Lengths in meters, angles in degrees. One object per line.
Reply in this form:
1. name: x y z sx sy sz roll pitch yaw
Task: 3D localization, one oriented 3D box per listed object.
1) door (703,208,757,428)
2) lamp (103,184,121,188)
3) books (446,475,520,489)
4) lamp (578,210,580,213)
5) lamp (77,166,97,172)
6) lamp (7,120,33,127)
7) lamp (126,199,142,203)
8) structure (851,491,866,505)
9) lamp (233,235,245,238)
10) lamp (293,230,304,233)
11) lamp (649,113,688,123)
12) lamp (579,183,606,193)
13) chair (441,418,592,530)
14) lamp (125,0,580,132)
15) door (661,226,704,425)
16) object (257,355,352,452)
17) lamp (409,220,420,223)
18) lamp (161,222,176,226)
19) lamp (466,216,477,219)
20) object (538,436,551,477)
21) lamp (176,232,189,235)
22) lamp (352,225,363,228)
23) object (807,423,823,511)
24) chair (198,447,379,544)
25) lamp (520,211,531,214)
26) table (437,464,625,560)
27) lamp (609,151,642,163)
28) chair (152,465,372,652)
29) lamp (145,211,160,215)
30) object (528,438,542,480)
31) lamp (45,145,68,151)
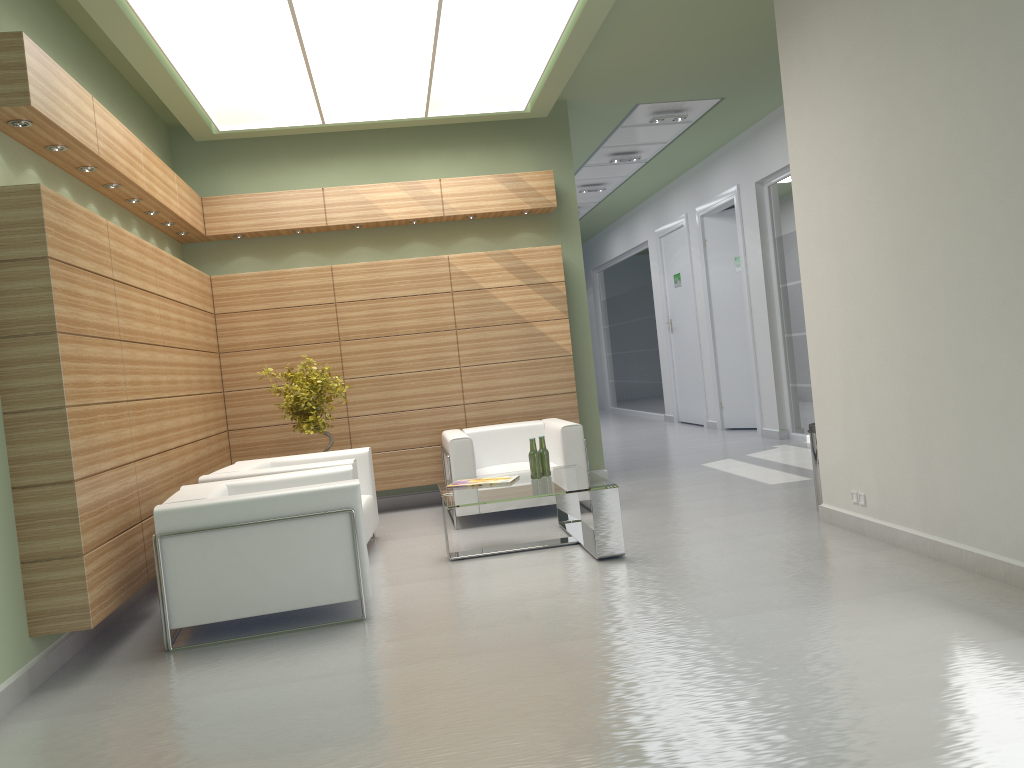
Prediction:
1. door: 5.471 -1.521 20.315 0.134 5.083 2.089 -7 2 -37
2. lamp: -4.365 -2.186 9.679 0.181 0.074 0.181 -7 2 -36
3. books: -0.334 1.147 10.397 0.762 0.025 0.508 -6 1 12
4. lamp: 1.612 -4.968 25.489 0.657 0.159 0.286 -6 1 -8
5. lamp: -4.258 -2.180 8.884 0.181 0.074 0.181 -7 1 -24
6. lamp: -4.046 -2.166 7.289 0.181 0.074 0.181 -7 2 -36
7. lamp: -4.472 -2.193 10.486 0.181 0.074 0.181 -7 1 -24
8. structure: 3.558 1.170 9.114 0.017 0.118 0.262 -6 1 -8
9. lamp: -4.202 -2.294 13.643 0.181 0.074 0.181 -6 1 -13
10. lamp: -3.316 -2.390 13.760 0.181 0.074 0.181 -6 1 -13
11. lamp: 2.852 -4.888 16.198 0.657 0.159 0.286 -6 1 -8
12. lamp: 2.026 -4.941 22.383 0.657 0.159 0.286 -6 1 -8
13. chair: 0.007 1.225 12.679 1.894 1.234 1.802 -6 1 -8
14. lamp: -1.733 -4.086 10.801 4.571 0.325 5.060 -6 1 -8
15. door: 4.470 -1.486 23.416 0.250 5.083 2.089 -6 1 -8
16. object: -2.862 0.855 12.488 1.201 2.565 1.116 -7 2 -39
17. lamp: -1.541 -2.584 13.995 0.181 0.074 0.181 -6 1 -13
18. lamp: -4.686 -2.207 12.091 0.181 0.074 0.181 -7 2 -36
19. lamp: -0.651 -2.681 14.113 0.181 0.074 0.181 -5 2 43
20. object: 0.370 0.846 10.387 0.131 0.475 0.131 -7 2 -43
21. lamp: -4.793 -2.214 12.892 0.181 0.074 0.181 -7 1 -24
22. lamp: -2.419 -2.488 13.879 0.181 0.074 0.181 -5 2 43
23. object: 3.790 0.971 10.489 0.483 1.027 0.482 -7 2 -36
24. chair: -2.616 1.544 10.878 1.769 1.234 1.894 -6 1 -3
25. lamp: 0.221 -2.776 14.229 0.181 0.074 0.181 -6 1 -13
26. table: 0.115 1.493 10.106 1.783 0.742 2.197 -6 1 -8
27. lamp: 2.448 -4.914 19.223 0.657 0.159 0.286 -6 1 -8
28. chair: -2.325 1.566 8.571 1.802 1.234 1.894 -6 1 -13
29. lamp: -4.578 -2.200 11.278 0.181 0.074 0.181 -7 1 -24
30. object: 0.259 0.861 10.251 0.131 0.475 0.131 -7 2 -43
31. lamp: -4.151 -2.173 8.079 0.181 0.074 0.181 -7 1 -24
